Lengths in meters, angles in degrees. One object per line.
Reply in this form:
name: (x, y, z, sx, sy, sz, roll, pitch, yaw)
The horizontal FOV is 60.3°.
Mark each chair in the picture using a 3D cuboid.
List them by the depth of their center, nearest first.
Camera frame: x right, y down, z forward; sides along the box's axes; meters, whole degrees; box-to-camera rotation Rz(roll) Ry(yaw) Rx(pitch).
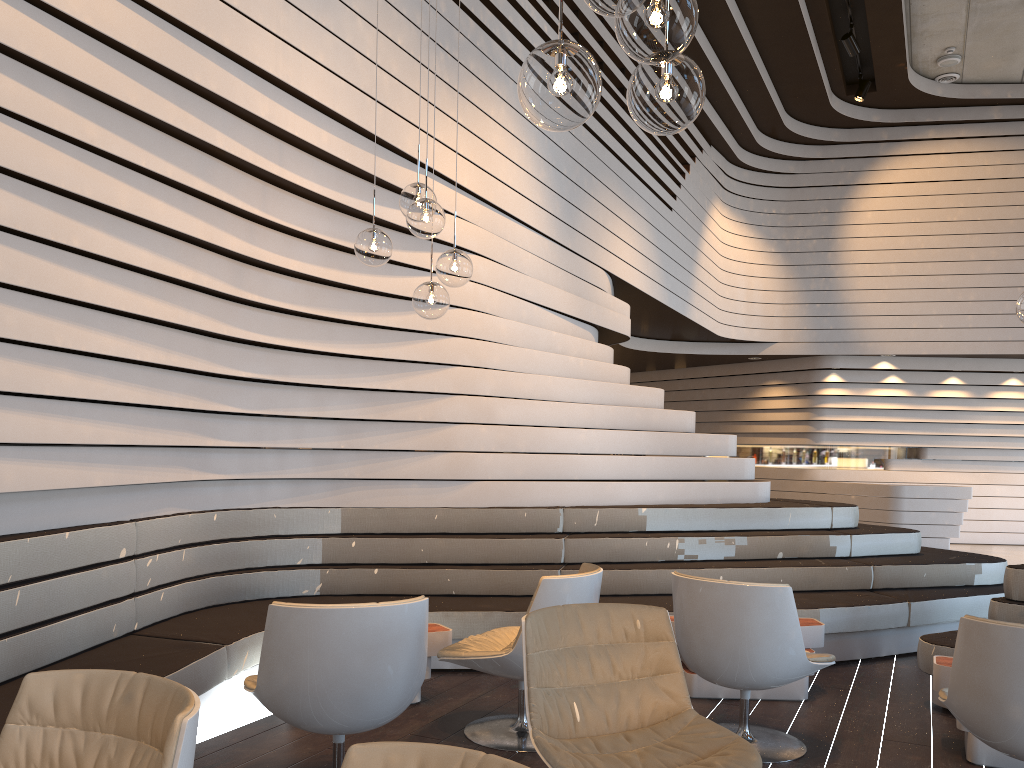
chair: (-0.239, 0.987, 1.234, 0.707, 0.768, 0.659, 2, -1, -44)
chair: (-0.970, 1.004, 1.678, 0.659, 0.768, 0.707, 1, -1, 33)
chair: (0.360, 1.109, 2.701, 0.654, 0.768, 0.713, 2, -1, -24)
chair: (1.841, 1.167, 3.054, 0.659, 0.768, 0.708, 1, -1, 26)
chair: (-0.637, 1.129, 3.238, 0.654, 0.768, 0.713, 1, -1, -20)
chair: (1.048, 1.216, 3.928, 0.659, 0.768, 0.707, 1, -1, 42)
chair: (0.045, 1.200, 3.999, 0.713, 0.768, 0.654, 1, -1, 25)

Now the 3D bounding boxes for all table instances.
table: (2.268, 1.424, 3.718, 0.909, 0.371, 0.412, -1, -2, 28)
table: (-0.788, 1.411, 4.412, 0.902, 0.371, 0.415, 3, -2, -27)
table: (1.254, 1.481, 4.770, 0.905, 0.371, 0.414, 1, -2, -2)

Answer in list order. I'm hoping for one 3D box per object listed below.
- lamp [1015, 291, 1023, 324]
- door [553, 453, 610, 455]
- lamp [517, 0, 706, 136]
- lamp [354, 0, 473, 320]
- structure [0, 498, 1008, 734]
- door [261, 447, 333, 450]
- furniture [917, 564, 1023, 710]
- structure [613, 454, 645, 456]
lamp: (3.329, -2.091, 8.891, 9.067, 4.619, 41.808, 0, -4, 25)
door: (1.211, 1.255, 17.251, 1.779, 2.707, 0.079, 1, 2, 30)
lamp: (0.212, -2.884, 1.662, 0.310, 4.752, 0.658, 2, 2, 34)
lamp: (-0.371, -2.654, 3.778, 0.531, 4.725, 0.333, 1, 2, -13)
structure: (-1.577, 0.840, 0.728, 5.792, 0.928, 18.172, 0, -5, 22)
door: (-1.797, 0.773, 7.685, 0.974, 2.110, 0.162, 2, 2, 26)
furniture: (3.109, 1.324, 4.476, 1.765, 0.723, 1.281, 3, -3, -29)
structure: (2.141, 1.342, 16.176, 0.017, 0.470, 0.805, 0, -1, -39)
